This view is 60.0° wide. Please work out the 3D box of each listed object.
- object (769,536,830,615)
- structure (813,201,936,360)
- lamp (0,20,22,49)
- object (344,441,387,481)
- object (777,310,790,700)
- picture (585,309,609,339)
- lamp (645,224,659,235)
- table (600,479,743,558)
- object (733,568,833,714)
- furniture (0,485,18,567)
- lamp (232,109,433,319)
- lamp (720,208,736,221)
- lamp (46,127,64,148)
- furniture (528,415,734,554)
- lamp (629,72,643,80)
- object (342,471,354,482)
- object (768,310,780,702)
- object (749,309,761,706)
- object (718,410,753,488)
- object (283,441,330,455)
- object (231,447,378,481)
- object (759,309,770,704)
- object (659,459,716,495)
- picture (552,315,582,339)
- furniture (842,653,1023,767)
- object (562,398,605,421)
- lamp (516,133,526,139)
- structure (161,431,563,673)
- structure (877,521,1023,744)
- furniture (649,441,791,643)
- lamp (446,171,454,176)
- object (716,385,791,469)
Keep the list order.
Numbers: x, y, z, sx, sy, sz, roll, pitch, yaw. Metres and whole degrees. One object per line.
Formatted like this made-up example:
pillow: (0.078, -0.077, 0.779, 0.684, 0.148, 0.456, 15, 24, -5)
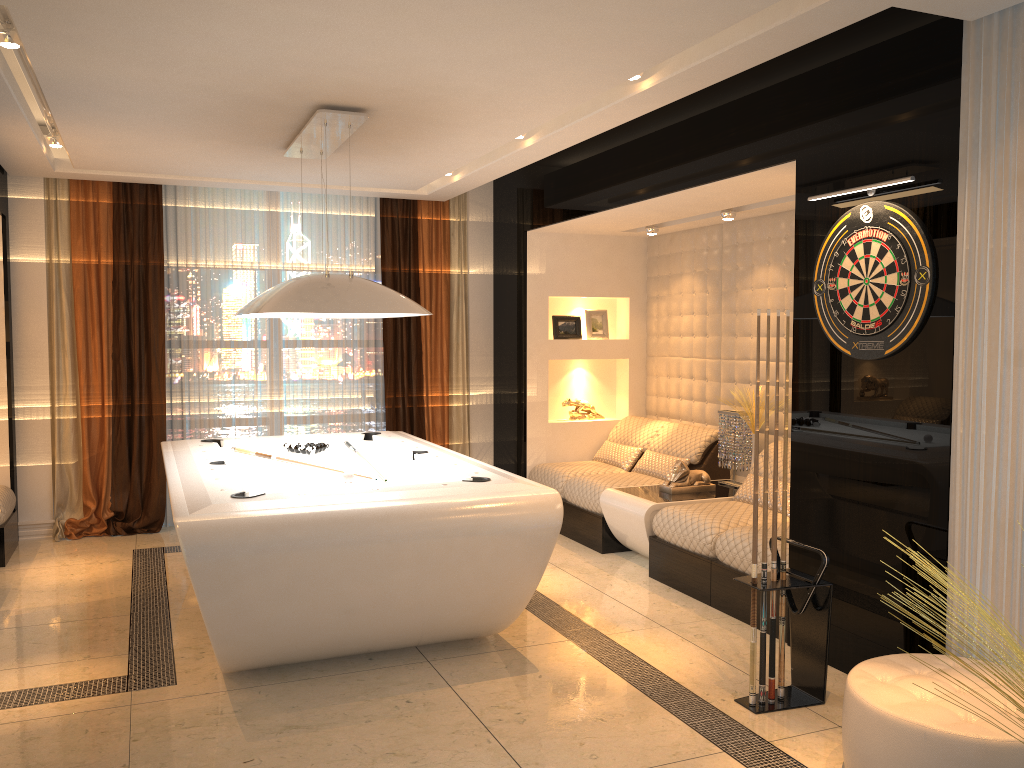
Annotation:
object: (1.177, 0.801, 3.654, 0.032, 0.297, 0.330, -1, 4, -23)
structure: (1.511, -0.434, 3.752, 0.048, 0.669, 0.669, -1, 4, -23)
lamp: (-2.049, -1.436, 3.615, 0.107, 0.127, 0.107, -3, 4, -41)
object: (-0.867, 0.433, 5.157, 0.028, 0.026, 1.605, -1, 3, -18)
object: (1.108, 0.503, 3.608, 0.027, 1.605, 0.026, 1, 3, 16)
picture: (0.718, -0.501, 7.520, 0.211, 0.262, 0.094, -1, 4, -23)
lamp: (1.080, -1.213, 6.848, 0.107, 0.127, 0.107, -3, 4, -41)
table: (1.234, 0.944, 5.981, 1.143, 0.457, 0.608, -1, 4, -23)
object: (1.090, 1.051, 3.632, 0.325, 0.508, 0.261, -1, 4, -23)
furniture: (-3.909, 0.775, 5.803, 1.107, 0.810, 0.660, -1, 4, -23)
lamp: (-1.051, -0.875, 4.936, 0.939, 0.995, 1.578, -1, 4, -22)
lamp: (1.452, -1.162, 5.955, 0.107, 0.127, 0.107, -3, 4, -41)
lamp: (-2.830, -1.531, 5.497, 0.107, 0.127, 0.107, -3, 4, -41)
furniture: (0.873, 0.714, 6.851, 1.107, 0.810, 1.312, -1, 4, -23)
lamp: (0.545, -1.446, 4.019, 0.107, 0.127, 0.107, -3, 4, -41)
object: (-0.815, 0.462, 4.411, 0.057, 0.057, 0.057, 2, 4, 37)
object: (1.064, 0.504, 3.589, 0.027, 1.605, 0.026, 1, 3, 16)
object: (0.975, 0.504, 3.552, 0.027, 1.605, 0.026, 1, 3, 16)
object: (1.545, 0.444, 6.155, 0.124, 0.522, 0.247, -1, 4, -23)
object: (-1.245, 0.396, 5.544, 0.299, 0.057, 0.265, 3, 4, 42)
object: (-1.218, 0.442, 5.005, 0.028, 0.026, 1.605, -3, 4, -43)
object: (1.020, 0.503, 3.571, 0.027, 1.605, 0.026, 1, 3, 16)
object: (1.176, 0.610, 5.944, 0.344, 0.217, 0.155, -1, 4, -23)
picture: (0.455, -0.469, 7.414, 0.264, 0.209, 0.090, -1, 4, -23)
furniture: (1.481, 1.166, 2.925, 0.735, 0.357, 0.735, -1, 4, -21)
object: (0.611, 0.216, 7.570, 0.409, 0.202, 0.124, -1, 3, -19)
lamp: (0.034, -1.516, 5.245, 0.107, 0.127, 0.107, -3, 4, -41)
structure: (-1.066, 0.815, 5.024, 1.659, 0.812, 2.912, -1, 4, -23)
structure: (1.459, 0.834, 1.890, 1.275, 1.142, 1.282, 1, 4, 24)
furniture: (1.605, 0.816, 5.093, 1.107, 0.810, 1.312, -1, 4, -23)
lamp: (-0.475, -1.587, 6.469, 0.107, 0.127, 0.107, -3, 4, -41)
object: (1.607, 0.368, 5.866, 0.388, 0.718, 0.390, -2, 4, -31)
